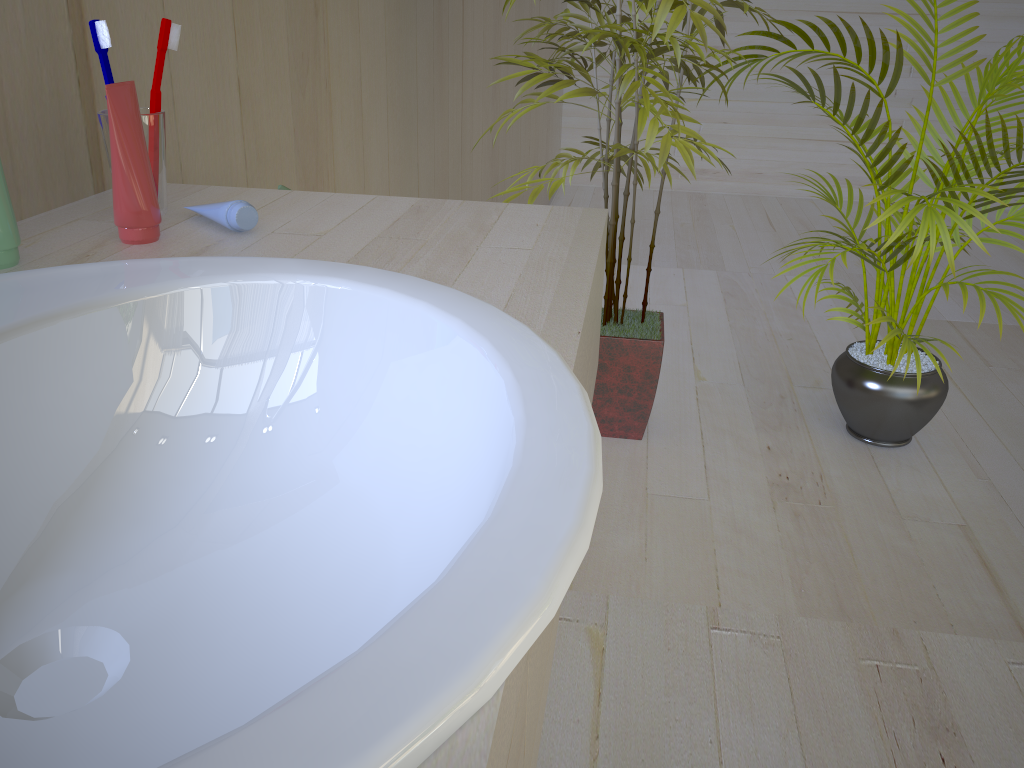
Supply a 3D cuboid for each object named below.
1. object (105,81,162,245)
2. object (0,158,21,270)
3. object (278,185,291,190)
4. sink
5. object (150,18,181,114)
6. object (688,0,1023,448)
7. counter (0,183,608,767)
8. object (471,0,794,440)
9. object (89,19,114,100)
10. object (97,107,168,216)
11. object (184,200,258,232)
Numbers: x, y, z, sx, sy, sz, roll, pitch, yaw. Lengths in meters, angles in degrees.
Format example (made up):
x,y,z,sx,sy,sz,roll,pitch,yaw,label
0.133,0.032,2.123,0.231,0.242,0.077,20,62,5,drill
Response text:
x,y,z,sx,sy,sz,roll,pitch,yaw,label
-0.320,-0.183,0.743,0.039,0.132,0.039,-16,27,-37,object
-0.399,-0.151,0.666,0.039,0.132,0.039,-16,27,-37,object
-0.276,0.106,1.247,0.407,0.734,0.279,0,22,-4,object
-0.209,0.010,0.421,0.504,0.411,0.585,6,23,10,sink
-0.330,-0.254,0.841,0.050,0.174,0.012,-17,28,-40,object
0.949,-0.398,1.930,0.925,1.134,0.759,20,29,38,object
-0.271,0.398,0.543,0.551,0.775,1.230,5,23,7,counter
0.211,-0.707,1.887,0.792,1.721,0.948,15,25,30,object
-0.365,-0.249,0.831,0.054,0.172,0.012,15,25,31,object
-0.354,-0.207,0.837,0.058,0.098,0.059,9,23,17,object
-0.267,-0.162,0.817,0.033,0.028,0.106,-17,30,-37,object
